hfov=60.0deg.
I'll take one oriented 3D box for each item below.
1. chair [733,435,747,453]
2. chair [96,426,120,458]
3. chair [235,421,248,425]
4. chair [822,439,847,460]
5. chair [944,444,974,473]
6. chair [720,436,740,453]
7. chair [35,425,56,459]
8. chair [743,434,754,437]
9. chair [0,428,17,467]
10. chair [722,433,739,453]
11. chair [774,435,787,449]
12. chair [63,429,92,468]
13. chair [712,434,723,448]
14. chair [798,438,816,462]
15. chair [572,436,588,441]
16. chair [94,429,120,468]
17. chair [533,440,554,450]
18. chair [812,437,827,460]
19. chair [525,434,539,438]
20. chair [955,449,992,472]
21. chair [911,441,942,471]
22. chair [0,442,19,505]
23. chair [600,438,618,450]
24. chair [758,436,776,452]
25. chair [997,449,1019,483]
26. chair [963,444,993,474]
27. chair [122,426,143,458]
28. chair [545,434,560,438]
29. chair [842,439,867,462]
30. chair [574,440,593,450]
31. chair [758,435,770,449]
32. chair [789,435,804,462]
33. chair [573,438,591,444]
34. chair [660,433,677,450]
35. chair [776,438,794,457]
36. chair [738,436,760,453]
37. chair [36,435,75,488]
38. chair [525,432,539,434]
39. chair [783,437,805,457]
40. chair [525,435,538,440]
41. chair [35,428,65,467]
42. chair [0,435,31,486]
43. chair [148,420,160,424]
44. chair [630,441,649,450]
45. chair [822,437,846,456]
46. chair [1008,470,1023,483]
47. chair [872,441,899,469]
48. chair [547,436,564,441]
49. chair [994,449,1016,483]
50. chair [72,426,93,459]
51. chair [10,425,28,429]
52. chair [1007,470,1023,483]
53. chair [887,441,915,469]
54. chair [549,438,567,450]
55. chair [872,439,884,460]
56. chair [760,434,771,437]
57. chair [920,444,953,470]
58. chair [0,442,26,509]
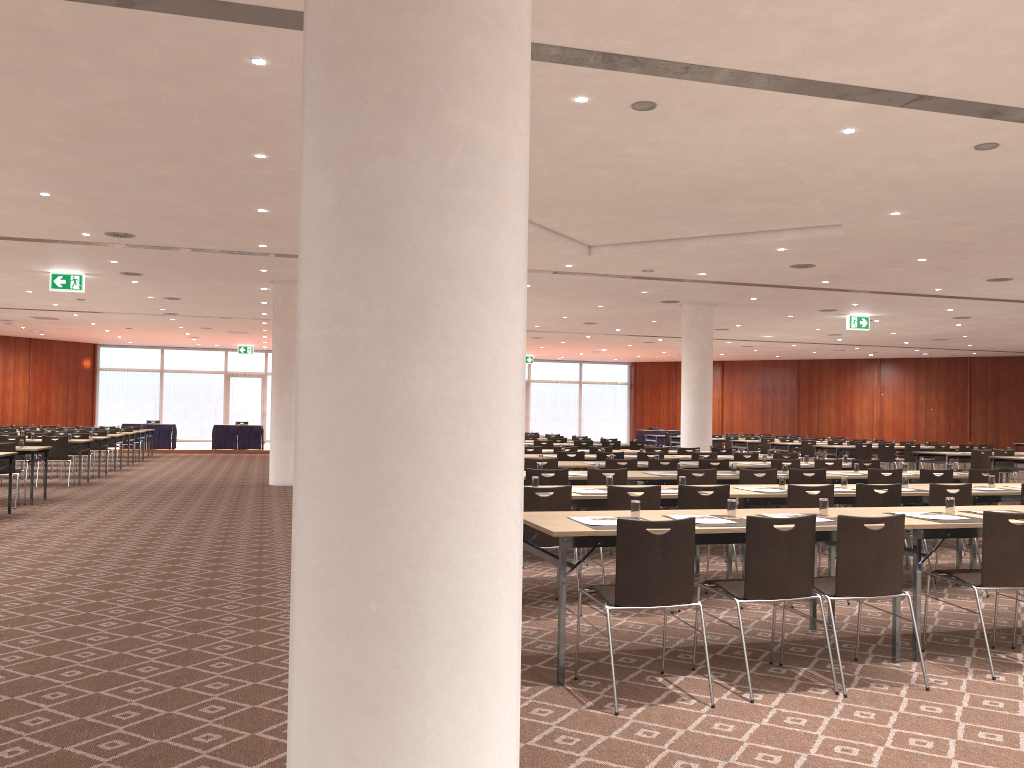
[{"bbox_3d":[7.271,2.111,28.746,0.535,0.939,0.614,1,-2,-17],"label":"chair"},{"bbox_3d":[-11.683,1.684,25.664,0.535,0.939,0.614,1,-2,-13],"label":"chair"},{"bbox_3d":[-9.429,1.777,30.879,0.535,0.939,0.614,1,-2,-13],"label":"chair"},{"bbox_3d":[9.195,2.019,25.213,0.535,0.939,0.614,1,-2,-14],"label":"chair"},{"bbox_3d":[10.863,1.915,21.441,0.536,0.939,0.614,1,-2,-17],"label":"chair"},{"bbox_3d":[6.510,2.023,26.606,0.535,0.939,0.614,1,-2,-17],"label":"chair"},{"bbox_3d":[-13.224,1.645,25.299,0.536,0.939,0.614,1,-2,-17],"label":"chair"},{"bbox_3d":[8.227,2.212,31.169,0.536,0.939,0.614,1,-2,-18],"label":"chair"},{"bbox_3d":[-12.167,1.525,21.381,0.535,0.939,0.614,1,-2,-18],"label":"chair"},{"bbox_3d":[7.556,2.191,30.899,0.536,0.939,0.614,1,-2,-18],"label":"chair"},{"bbox_3d":[8.756,2.150,29.156,0.535,0.939,0.614,1,-2,-16],"label":"chair"},{"bbox_3d":[-10.664,1.565,21.796,0.535,0.939,0.614,1,-2,-13],"label":"chair"},{"bbox_3d":[6.535,2.096,28.688,0.535,0.939,0.614,1,-2,-14],"label":"chair"},{"bbox_3d":[8.217,1.990,24.858,0.535,0.939,0.614,1,-2,-18],"label":"chair"},{"bbox_3d":[1.708,1.821,23.143,0.535,0.939,0.614,1,-2,-16],"label":"chair"},{"bbox_3d":[-9.979,1.580,21.901,0.535,0.939,0.614,1,-2,-13],"label":"chair"},{"bbox_3d":[0.612,1.645,18.654,0.535,0.939,0.614,1,-2,-14],"label":"chair"},{"bbox_3d":[9.353,2.096,27.331,0.536,0.939,0.614,1,-2,-17],"label":"chair"},{"bbox_3d":[0.503,1.861,24.884,0.536,0.939,0.614,1,-2,-18],"label":"chair"},{"bbox_3d":[9.071,1.740,17.322,0.535,0.939,0.614,1,-2,-16],"label":"chair"},{"bbox_3d":[11.025,1.992,23.560,0.535,0.939,0.614,1,-2,-16],"label":"chair"},{"bbox_3d":[-7.440,1.302,12.756,0.536,0.939,0.614,1,-2,-18],"label":"chair"},{"bbox_3d":[2.254,1.761,21.183,0.535,0.939,0.614,1,-2,-14],"label":"chair"},{"bbox_3d":[7.671,2.052,26.866,0.536,0.939,0.614,1,-2,-18],"label":"chair"},{"bbox_3d":[9.643,1.758,17.557,0.536,0.939,0.614,1,-2,-18],"label":"chair"},{"bbox_3d":[11.464,1.934,21.691,0.535,0.939,0.614,1,-2,-13],"label":"chair"},{"bbox_3d":[-11.035,1.698,25.759,0.535,0.939,0.614,1,-2,-15],"label":"chair"},{"bbox_3d":[1.094,1.876,25.011,0.535,0.939,0.614,1,-2,-14],"label":"chair"},{"bbox_3d":[9.817,2.033,25.301,0.535,0.939,0.614,1,-2,-13],"label":"chair"},{"bbox_3d":[1.461,1.668,18.925,0.536,0.939,0.614,1,-2,-17],"label":"chair"},{"bbox_3d":[8.182,2.138,29.082,0.536,0.939,0.614,1,-2,-17],"label":"chair"},{"bbox_3d":[9.303,2.170,29.454,0.535,0.939,0.614,1,-2,-13],"label":"chair"},{"bbox_3d":[1.601,1.745,21.038,0.535,0.939,0.614,1,-2,-16],"label":"chair"},{"bbox_3d":[5.367,2.133,30.294,0.535,0.939,0.614,1,-2,-13],"label":"chair"},{"bbox_3d":[7.577,1.976,24.766,0.536,0.939,0.614,1,-2,-18],"label":"chair"},{"bbox_3d":[7.118,2.034,26.629,0.535,0.939,0.614,1,-2,-14],"label":"chair"},{"bbox_3d":[-8.332,1.409,16.217,0.535,0.939,0.614,1,-2,-17],"label":"chair"},{"bbox_3d":[0.546,1.935,26.971,0.535,0.939,0.614,1,-2,-16],"label":"chair"},{"bbox_3d":[8.704,2.081,27.213,0.535,0.939,0.614,1,-2,-14],"label":"chair"},{"bbox_3d":[0.413,1.788,22.828,0.535,0.939,0.614,1,-2,-14],"label":"chair"},{"bbox_3d":[-11.280,1.551,21.687,0.535,0.939,0.614,1,-2,-15],"label":"chair"},{"bbox_3d":[-8.965,1.389,15.958,0.535,0.939,0.614,1,-2,-17],"label":"chair"},{"bbox_3d":[-12.223,1.703,30.107,0.535,0.939,0.614,1,-2,-13],"label":"chair"},{"bbox_3d":[2.707,1.703,19.313,0.535,0.939,0.614,1,-2,-13],"label":"chair"},{"bbox_3d":[9.974,2.110,27.419,0.535,0.939,0.614,1,-2,-14],"label":"chair"},{"bbox_3d":[10.322,1.773,17.668,0.535,0.939,0.614,1,-2,-17],"label":"chair"},{"bbox_3d":[9.734,1.958,23.203,0.535,0.939,0.614,1,-2,-17],"label":"chair"},{"bbox_3d":[1.074,1.803,22.931,0.535,0.939,0.614,1,-2,-13],"label":"chair"},{"bbox_3d":[9.578,1.756,17.539,0.536,0.939,0.614,1,-2,-17],"label":"chair"},{"bbox_3d":[-12.247,1.666,25.424,0.535,0.939,0.614,1,-2,-17],"label":"chair"},{"bbox_3d":[-13.899,1.625,25.051,0.535,0.939,0.614,1,-2,-17],"label":"chair"},{"bbox_3d":[10.305,1.773,17.663,0.535,0.939,0.614,1,-2,-15],"label":"chair"},{"bbox_3d":[10.366,1.980,23.523,0.535,0.939,0.614,1,-2,-14],"label":"chair"},{"bbox_3d":[1.025,1.728,20.843,0.536,0.939,0.614,1,-2,-17],"label":"chair"},{"bbox_3d":[10.464,2.055,25.625,0.536,0.939,0.614,1,-2,-17],"label":"chair"},{"bbox_3d":[8.834,2.225,31.253,0.535,0.939,0.614,1,-2,-16],"label":"chair"},{"bbox_3d":[10.274,1.904,21.423,0.535,0.939,0.614,1,-2,-16],"label":"chair"},{"bbox_3d":[-7.364,1.304,12.777,0.535,0.939,0.614,1,-2,-16],"label":"chair"}]
